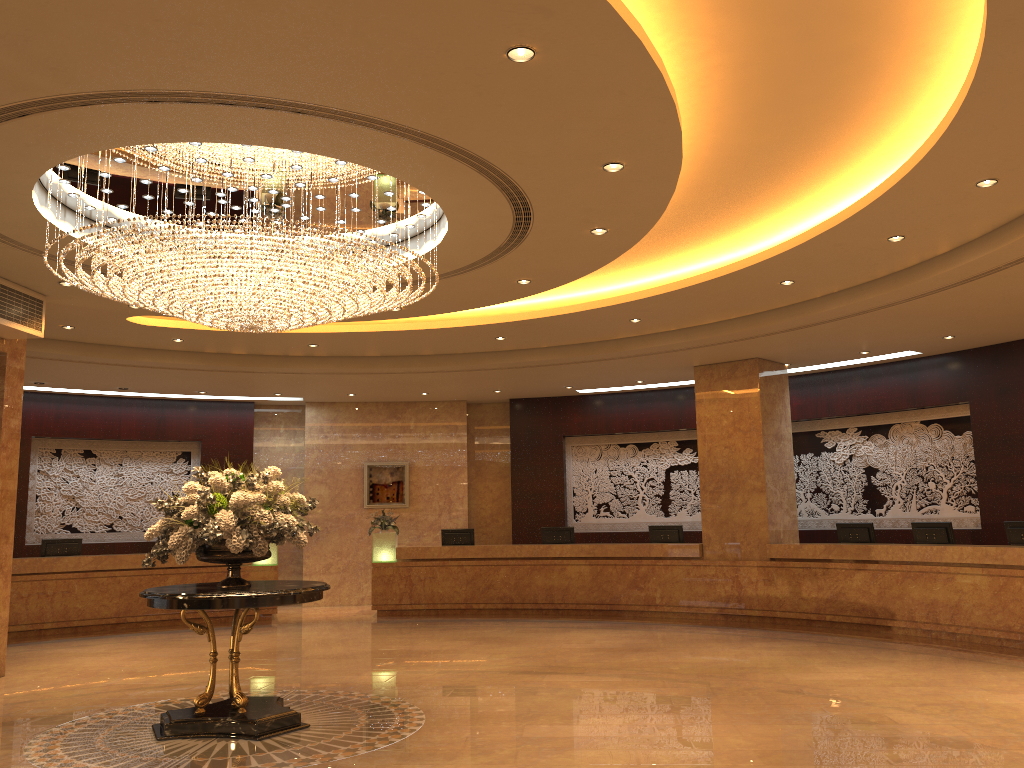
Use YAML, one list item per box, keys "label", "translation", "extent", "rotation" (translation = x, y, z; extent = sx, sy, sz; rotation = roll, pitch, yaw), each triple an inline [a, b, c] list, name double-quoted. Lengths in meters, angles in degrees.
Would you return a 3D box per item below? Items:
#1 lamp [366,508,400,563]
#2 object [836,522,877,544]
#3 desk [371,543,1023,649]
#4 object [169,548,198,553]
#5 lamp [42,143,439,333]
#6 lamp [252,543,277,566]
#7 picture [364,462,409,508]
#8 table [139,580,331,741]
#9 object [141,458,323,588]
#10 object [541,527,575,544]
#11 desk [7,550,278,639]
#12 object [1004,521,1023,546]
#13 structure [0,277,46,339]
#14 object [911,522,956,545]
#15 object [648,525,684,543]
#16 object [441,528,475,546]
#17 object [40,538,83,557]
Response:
- label: "lamp"
  translation: [-2.226, 2.649, 15.549]
  extent: [0.577, 0.925, 0.542]
  rotation: [-2, -9, 6]
- label: "object"
  translation: [4.978, 2.255, 12.809]
  extent: [0.430, 0.500, 0.531]
  rotation: [-1, -9, 1]
- label: "desk"
  translation: [3.078, 2.949, 12.996]
  extent: [12.951, 1.155, 3.466]
  rotation: [-8, -11, 38]
- label: "object"
  translation: [-5.781, 2.814, 14.977]
  extent: [0.918, 0.500, 0.397]
  rotation: [1, -9, -13]
- label: "lamp"
  translation: [-2.244, -1.057, 7.679]
  extent: [3.206, 1.196, 3.204]
  rotation: [-9, -12, 41]
- label: "lamp"
  translation: [-4.246, 2.636, 15.208]
  extent: [0.570, 0.923, 0.580]
  rotation: [-1, -9, 1]
- label: "picture"
  translation: [-2.482, 1.993, 17.521]
  extent: [0.875, 0.890, 0.068]
  rotation: [0, -9, -4]
- label: "table"
  translation: [-2.236, 2.195, 7.184]
  extent: [1.493, 1.089, 1.493]
  rotation: [-1, -9, -2]
- label: "object"
  translation: [-2.273, 1.170, 7.373]
  extent: [1.277, 0.999, 1.318]
  rotation: [-7, -11, 35]
- label: "object"
  translation: [0.809, 2.753, 15.525]
  extent: [0.430, 0.500, 0.531]
  rotation: [5, -11, -35]
- label: "desk"
  translation: [-6.308, 3.350, 14.399]
  extent: [5.227, 1.155, 1.570]
  rotation: [4, -10, -31]
- label: "object"
  translation: [6.280, 1.912, 10.739]
  extent: [0.430, 0.500, 0.531]
  rotation: [-3, -9, 12]
- label: "structure"
  translation: [-5.606, -1.049, 7.923]
  extent: [0.425, 0.483, 4.113]
  rotation: [-2, -9, 4]
- label: "object"
  translation: [5.656, 2.100, 11.886]
  extent: [0.430, 0.500, 0.531]
  rotation: [-2, -9, 7]
- label: "object"
  translation: [2.577, 2.605, 14.789]
  extent: [0.430, 0.500, 0.531]
  rotation: [3, -9, -23]
- label: "object"
  translation: [-0.968, 2.841, 15.870]
  extent: [0.531, 0.500, 0.430]
  rotation: [-9, -12, 41]
- label: "object"
  translation: [-7.191, 2.716, 14.141]
  extent: [0.531, 0.500, 0.430]
  rotation: [-1, -9, -3]
